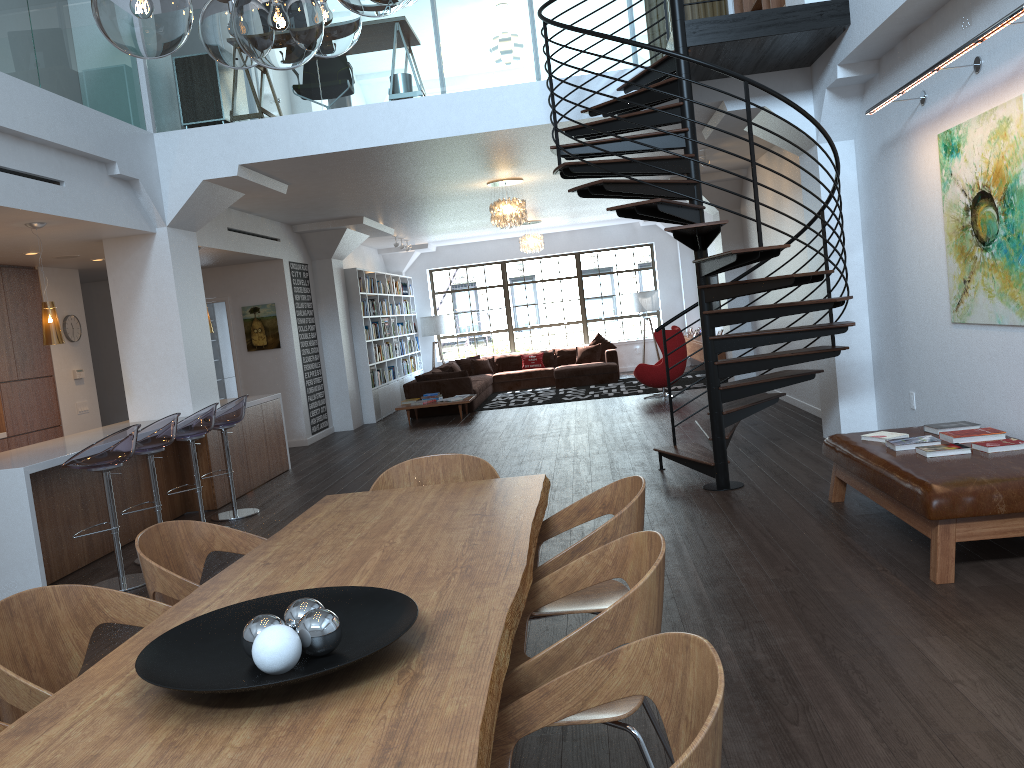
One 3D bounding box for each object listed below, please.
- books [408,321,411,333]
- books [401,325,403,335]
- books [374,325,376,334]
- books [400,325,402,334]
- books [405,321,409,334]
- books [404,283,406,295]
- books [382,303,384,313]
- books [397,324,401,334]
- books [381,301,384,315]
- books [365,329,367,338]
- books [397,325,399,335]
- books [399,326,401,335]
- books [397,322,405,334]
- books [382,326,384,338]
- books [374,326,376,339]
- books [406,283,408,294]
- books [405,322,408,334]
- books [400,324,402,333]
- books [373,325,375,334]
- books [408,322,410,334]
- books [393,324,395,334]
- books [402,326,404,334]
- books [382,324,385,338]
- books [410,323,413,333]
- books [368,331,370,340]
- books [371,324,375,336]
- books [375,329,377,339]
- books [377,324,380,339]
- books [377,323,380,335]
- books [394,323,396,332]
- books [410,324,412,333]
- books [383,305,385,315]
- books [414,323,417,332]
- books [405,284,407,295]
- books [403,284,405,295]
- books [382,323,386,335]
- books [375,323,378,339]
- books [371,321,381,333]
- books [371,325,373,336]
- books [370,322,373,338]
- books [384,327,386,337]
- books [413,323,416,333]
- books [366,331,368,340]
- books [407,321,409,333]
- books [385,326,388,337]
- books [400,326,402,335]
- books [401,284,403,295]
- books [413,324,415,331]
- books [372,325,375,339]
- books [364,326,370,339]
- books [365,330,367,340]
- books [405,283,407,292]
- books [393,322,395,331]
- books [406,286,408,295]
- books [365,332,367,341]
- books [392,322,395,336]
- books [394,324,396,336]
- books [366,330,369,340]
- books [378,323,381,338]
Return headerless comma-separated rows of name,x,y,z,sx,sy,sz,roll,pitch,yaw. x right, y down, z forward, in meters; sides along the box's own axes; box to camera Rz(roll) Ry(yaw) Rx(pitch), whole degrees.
books,-2.093,-1.113,17.475,0.183,0.253,0.042,-6,4,5
books,-2.139,-1.012,16.703,0.134,0.184,0.030,-6,4,5
books,-2.313,-0.839,14.512,0.161,0.223,0.026,-6,4,5
books,-2.144,-1.009,16.601,0.136,0.196,0.045,-6,4,5
books,-2.116,-1.091,17.238,0.183,0.253,0.042,-6,4,5
books,-2.184,-1.854,17.395,0.183,0.253,0.042,-6,4,5
books,-2.294,-1.284,15.288,0.161,0.223,0.026,-6,4,5
books,-2.153,-1.007,16.520,0.140,0.206,0.042,-6,4,5
books,-2.303,-1.290,15.184,0.182,0.253,0.034,-6,4,5
books,-2.353,-0.767,13.912,0.134,0.184,0.030,-6,4,5
books,-2.167,-0.980,16.342,0.134,0.184,0.029,-6,4,5
books,-2.135,-0.986,16.486,0.107,0.167,0.016,-6,4,5
books,-2.124,-1.052,16.886,0.140,0.231,0.042,-6,4,5
books,-2.271,-0.889,15.077,0.161,0.223,0.032,-6,4,5
books,-2.313,-0.837,14.485,0.161,0.223,0.027,-6,4,5
books,-2.167,-1.873,17.612,0.183,0.253,0.042,-6,4,5
books,-2.113,-1.076,17.126,0.174,0.240,0.054,-6,4,5
books,-2.143,-1.014,16.634,0.127,0.200,0.020,-6,4,5
books,-2.325,-0.847,14.458,0.159,0.250,0.026,-6,4,5
books,-2.106,-1.107,17.390,0.180,0.259,0.042,-6,4,5
books,-2.197,-0.966,15.966,0.161,0.223,0.030,-6,4,5
books,-2.117,-1.013,16.802,0.120,0.167,0.020,-6,4,5
books,-2.268,-0.901,15.120,0.174,0.240,0.054,-6,4,5
books,-2.072,-1.102,17.623,0.161,0.207,0.135,-6,4,4
books,-2.321,-0.774,14.062,0.107,0.167,0.017,-6,4,5
books,-2.326,-0.841,14.417,0.170,0.245,0.057,-6,4,5
books,-2.319,-0.845,14.544,0.167,0.230,0.037,-6,4,5
books,-2.297,-0.865,14.713,0.174,0.239,0.045,-6,4,5
books,-2.301,-0.874,14.752,0.182,0.253,0.034,-6,4,5
books,-2.202,-0.990,16.105,0.160,0.251,0.036,-6,4,5
books,-2.086,-1.111,17.566,0.174,0.236,0.142,-6,4,4
books,-2.290,-1.287,15.314,0.161,0.223,0.027,-6,4,5
books,-2.041,-1.143,18.037,0.182,0.215,0.188,-6,4,5
books,-2.177,-1.862,17.482,0.183,0.253,0.042,-6,4,5
books,-2.197,-1.846,17.309,0.183,0.253,0.042,-6,4,5
books,-2.270,-0.916,15.232,0.183,0.253,0.042,-6,4,5
books,-2.307,-0.863,14.613,0.182,0.253,0.034,-6,4,5
books,-2.296,-0.901,14.847,0.176,0.294,0.102,-6,4,5
books,-2.341,-0.852,14.289,0.176,0.290,0.053,-6,4,5
books,-2.349,-0.843,14.229,0.197,0.283,0.065,-6,4,5
books,-2.256,-0.900,15.195,0.161,0.223,0.032,-6,4,5
books,-2.057,-1.131,17.948,0.167,0.210,0.162,-6,4,5
books,-2.331,-0.759,13.974,0.110,0.153,0.019,-6,4,5
books,-2.106,-1.095,17.311,0.171,0.246,0.039,-6,4,5
books,-2.247,-0.904,15.353,0.161,0.207,0.135,-6,4,4
books,-2.144,-1.003,16.560,0.139,0.191,0.036,-6,4,5
books,-2.190,-1.815,17.104,0.161,0.223,0.032,-6,4,5
books,-2.054,-1.132,17.883,0.161,0.218,0.101,-6,4,5
books,-2.326,-0.834,14.366,0.174,0.239,0.045,-6,4,5
books,-2.339,-0.807,14.095,0.140,0.231,0.042,-6,4,5
books,-2.348,-0.762,13.886,0.128,0.178,0.021,-6,4,5
books,-2.174,-1.865,17.525,0.183,0.253,0.042,-6,4,5
books,-2.210,-0.981,16.000,0.183,0.253,0.039,-6,4,5
books,-2.173,-1.869,17.569,0.183,0.253,0.042,-6,4,5
books,-2.348,-0.761,13.864,0.128,0.178,0.022,-6,4,5
books,-2.209,-0.974,15.895,0.174,0.251,0.051,-6,4,5
books,-2.201,-0.985,16.069,0.171,0.246,0.036,-6,4,5
books,-2.331,-0.768,14.011,0.120,0.167,0.020,-6,4,5
books,-2.288,-0.878,14.785,0.182,0.253,0.034,-6,4,5
